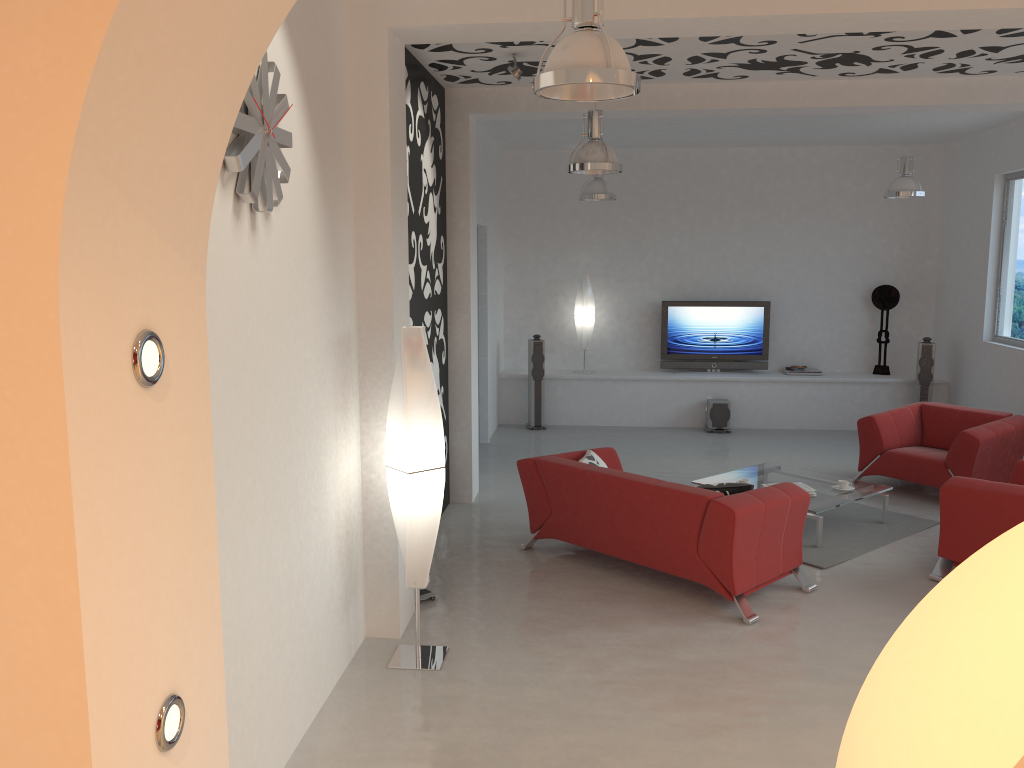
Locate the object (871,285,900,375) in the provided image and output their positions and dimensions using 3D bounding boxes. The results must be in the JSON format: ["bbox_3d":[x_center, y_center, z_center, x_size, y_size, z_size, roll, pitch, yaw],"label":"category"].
[{"bbox_3d":[4.676,-0.681,11.150,0.331,1.130,0.108,5,9,30],"label":"object"}]

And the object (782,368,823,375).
[{"bbox_3d":[3.702,-0.162,11.323,0.430,0.045,0.352,1,8,6],"label":"object"}]

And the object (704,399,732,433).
[{"bbox_3d":[2.543,0.392,10.937,0.336,0.374,0.337,1,8,6],"label":"object"}]

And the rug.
[{"bbox_3d":[2.261,1.102,7.265,1.700,0.025,1.700,-7,10,-39],"label":"rug"}]

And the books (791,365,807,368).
[{"bbox_3d":[3.655,-0.218,11.291,0.190,0.015,0.135,2,8,16],"label":"books"}]

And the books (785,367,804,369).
[{"bbox_3d":[3.605,-0.204,11.303,0.190,0.015,0.135,-2,8,-14],"label":"books"}]

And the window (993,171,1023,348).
[{"bbox_3d":[5.234,-1.195,8.488,0.100,1.800,2.400,1,8,6],"label":"window"}]

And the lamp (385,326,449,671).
[{"bbox_3d":[-0.502,0.590,4.637,0.313,1.779,0.313,2,8,14],"label":"lamp"}]

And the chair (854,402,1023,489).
[{"bbox_3d":[3.896,0.617,8.063,0.951,0.738,1.288,-6,10,-34],"label":"chair"}]

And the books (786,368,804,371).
[{"bbox_3d":[3.605,-0.189,11.302,0.190,0.015,0.135,-5,9,-29],"label":"books"}]

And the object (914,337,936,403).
[{"bbox_3d":[4.926,0.026,10.606,0.255,1.184,0.273,3,9,21],"label":"object"}]

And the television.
[{"bbox_3d":[2.600,-0.602,11.376,1.356,0.919,0.343,1,8,6],"label":"television"}]

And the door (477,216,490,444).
[{"bbox_3d":[-0.464,-0.478,9.383,0.240,2.550,1.600,1,8,6],"label":"door"}]

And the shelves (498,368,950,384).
[{"bbox_3d":[2.594,-0.106,11.329,5.500,0.050,0.650,1,8,6],"label":"shelves"}]

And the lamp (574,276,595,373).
[{"bbox_3d":[0.938,-0.770,11.439,0.263,1.239,0.263,0,8,-2],"label":"lamp"}]

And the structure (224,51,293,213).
[{"bbox_3d":[-0.931,-0.941,3.289,0.090,0.596,0.596,1,8,6],"label":"structure"}]

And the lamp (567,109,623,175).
[{"bbox_3d":[0.570,-1.851,6.040,0.379,0.800,0.379,0,8,-1],"label":"lamp"}]

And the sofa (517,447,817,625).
[{"bbox_3d":[0.988,0.909,6.058,0.951,0.738,1.929,-8,11,-44],"label":"sofa"}]

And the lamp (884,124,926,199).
[{"bbox_3d":[3.869,-2.236,8.690,0.379,0.800,0.379,-8,11,-44],"label":"lamp"}]

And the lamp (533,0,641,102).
[{"bbox_3d":[0.265,-1.428,3.085,0.379,0.800,0.379,-4,9,-23],"label":"lamp"}]

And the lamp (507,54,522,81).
[{"bbox_3d":[0.018,-2.164,6.063,0.118,0.176,0.112,-7,11,-41],"label":"lamp"}]

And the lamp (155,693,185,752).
[{"bbox_3d":[-0.650,0.646,1.693,0.011,0.105,0.105,1,8,6],"label":"lamp"}]

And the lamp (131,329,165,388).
[{"bbox_3d":[-0.651,-0.046,1.594,0.011,0.105,0.105,1,8,6],"label":"lamp"}]

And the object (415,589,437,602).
[{"bbox_3d":[-0.617,0.807,5.474,0.229,1.112,0.214,-7,10,-39],"label":"object"}]

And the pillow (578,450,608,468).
[{"bbox_3d":[0.628,0.683,6.399,0.288,0.343,0.402,2,8,13],"label":"pillow"}]

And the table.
[{"bbox_3d":[2.271,0.957,7.252,1.097,0.286,1.162,-7,10,-39],"label":"table"}]

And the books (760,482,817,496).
[{"bbox_3d":[2.183,0.832,6.996,0.367,0.035,0.345,-1,8,-4],"label":"books"}]

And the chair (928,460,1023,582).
[{"bbox_3d":[3.542,0.934,5.851,1.288,0.738,0.951,-6,10,-34],"label":"chair"}]

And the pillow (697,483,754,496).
[{"bbox_3d":[1.319,0.783,5.686,0.402,0.343,0.288,0,8,-2],"label":"pillow"}]

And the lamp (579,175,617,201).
[{"bbox_3d":[0.875,-2.274,8.994,0.379,0.800,0.379,0,8,2],"label":"lamp"}]

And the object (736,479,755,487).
[{"bbox_3d":[1.858,0.802,7.094,0.153,0.069,0.153,5,10,32],"label":"object"}]

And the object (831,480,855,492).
[{"bbox_3d":[2.633,0.806,7.052,0.153,0.069,0.153,-4,9,-27],"label":"object"}]

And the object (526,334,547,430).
[{"bbox_3d":[0.303,-0.032,11.080,0.255,1.184,0.273,-1,8,-9],"label":"object"}]
